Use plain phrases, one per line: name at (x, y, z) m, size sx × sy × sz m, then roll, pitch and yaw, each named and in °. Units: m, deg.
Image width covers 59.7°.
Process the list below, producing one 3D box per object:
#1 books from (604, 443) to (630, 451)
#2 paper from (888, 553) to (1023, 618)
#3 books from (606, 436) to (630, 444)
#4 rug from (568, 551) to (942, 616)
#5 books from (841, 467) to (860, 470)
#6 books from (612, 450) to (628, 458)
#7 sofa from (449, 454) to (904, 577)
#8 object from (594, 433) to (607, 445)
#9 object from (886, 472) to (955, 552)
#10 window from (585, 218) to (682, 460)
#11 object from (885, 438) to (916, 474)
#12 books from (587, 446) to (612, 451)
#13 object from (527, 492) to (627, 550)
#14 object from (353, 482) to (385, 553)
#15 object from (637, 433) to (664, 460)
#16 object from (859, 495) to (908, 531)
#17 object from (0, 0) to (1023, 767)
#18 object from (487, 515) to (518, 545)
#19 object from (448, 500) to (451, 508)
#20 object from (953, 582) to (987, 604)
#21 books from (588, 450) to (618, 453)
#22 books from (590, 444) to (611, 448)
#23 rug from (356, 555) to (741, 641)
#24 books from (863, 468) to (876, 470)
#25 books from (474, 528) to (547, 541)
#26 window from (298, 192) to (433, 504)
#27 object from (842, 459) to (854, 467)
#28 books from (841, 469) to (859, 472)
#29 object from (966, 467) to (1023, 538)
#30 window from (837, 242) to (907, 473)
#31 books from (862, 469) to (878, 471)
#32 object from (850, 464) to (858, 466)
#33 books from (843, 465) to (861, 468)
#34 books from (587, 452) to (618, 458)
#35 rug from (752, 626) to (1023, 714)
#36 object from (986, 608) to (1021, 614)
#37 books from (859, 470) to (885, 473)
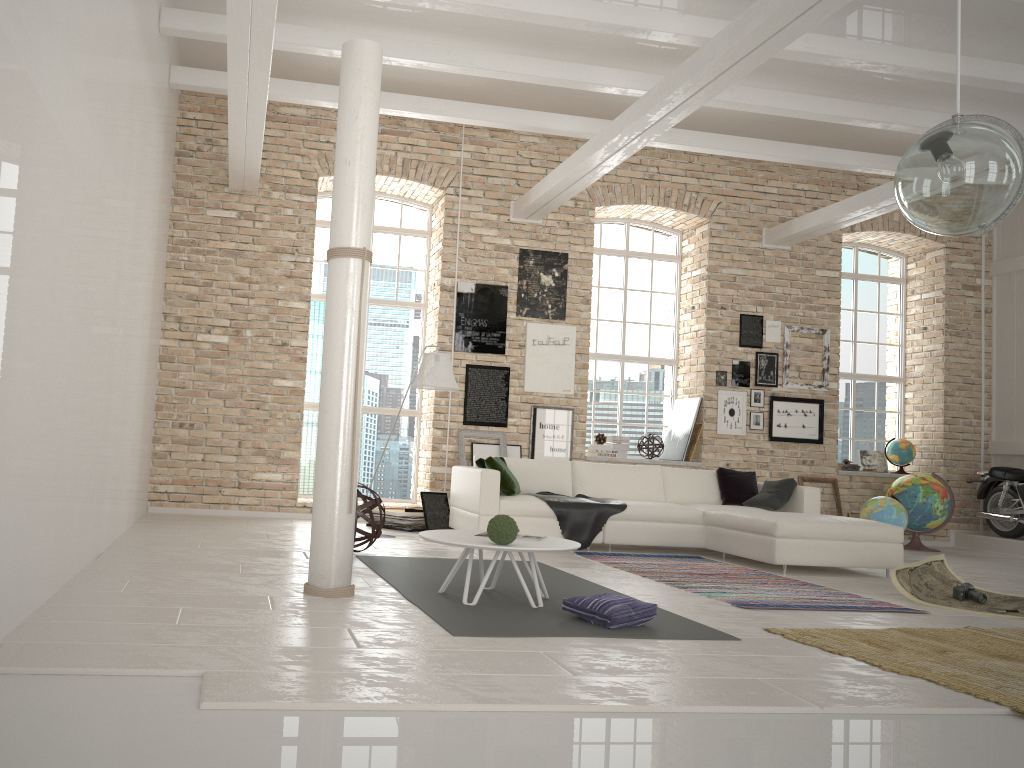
books at (1.226, 0.750, 10.654) m, size 0.229 × 0.088 × 0.330 m, roll 5°, pitch -5°, yaw -20°
paper at (3.339, 1.355, 5.998) m, size 1.134 × 0.265 × 1.368 m, roll -1°, pitch -6°, yaw 41°
books at (1.223, 0.665, 10.652) m, size 0.286 × 0.085 × 0.243 m, roll 6°, pitch -5°, yaw -33°
rug at (1.519, 1.431, 6.571) m, size 1.364 × 0.008 × 2.767 m, roll 5°, pitch -5°, yaw -17°
books at (4.096, 1.036, 10.967) m, size 0.248 × 0.029 × 0.209 m, roll 4°, pitch -5°, yaw -14°
books at (1.222, 0.833, 10.647) m, size 0.234 × 0.088 × 0.323 m, roll 4°, pitch -4°, yaw -10°
sofa at (1.292, 1.148, 7.988) m, size 3.199 × 0.841 × 2.228 m, roll 4°, pitch -5°, yaw -12°
object at (1.032, 0.641, 10.377) m, size 0.147 × 0.137 × 0.138 m, roll 2°, pitch -4°, yaw 14°
object at (4.644, 1.462, 10.203) m, size 0.613 × 0.924 × 0.698 m, roll 6°, pitch -5°, yaw -38°
window at (3.118, -0.906, 5.493) m, size 1.387 × 2.988 × 11.775 m, roll 4°, pitch -4°, yaw -17°
object at (4.866, 0.904, 11.154) m, size 0.325 × 0.465 × 0.335 m, roll 4°, pitch -4°, yaw -8°
books at (1.014, 0.750, 10.315) m, size 0.193 × 0.040 × 0.204 m, roll 6°, pitch -5°, yaw -28°
object at (0.517, 1.249, 8.205) m, size 0.868 × 0.464 × 0.800 m, roll 4°, pitch -5°, yaw -15°
object at (-1.231, 1.011, 6.778) m, size 0.503 × 0.543 × 0.580 m, roll 6°, pitch -5°, yaw -38°
object at (1.620, 0.730, 10.423) m, size 0.292 × 0.307 × 0.320 m, roll 5°, pitch -5°, yaw -23°
object at (3.887, 1.475, 9.329) m, size 0.473 × 0.631 × 0.422 m, roll 1°, pitch -5°, yaw 27°
object at (2.700, -0.978, 5.453) m, size 9.867 × 4.797 × 12.191 m, roll 4°, pitch -5°, yaw -14°
object at (-0.049, 0.771, 4.709) m, size 0.150 × 0.164 × 0.175 m, roll 6°, pitch -5°, yaw -37°
object at (-0.687, 1.341, 9.029) m, size 0.253 × 0.331 × 0.166 m, roll 6°, pitch -5°, yaw -34°
object at (3.113, 1.415, 6.045) m, size 0.145 × 0.124 × 0.174 m, roll 4°, pitch -4°, yaw -14°
books at (1.047, 0.782, 10.306) m, size 0.262 × 0.024 × 0.226 m, roll 5°, pitch -5°, yaw -17°
books at (1.022, 0.715, 10.318) m, size 0.175 × 0.030 × 0.184 m, roll 5°, pitch -5°, yaw -25°
rug at (-0.034, 1.248, 5.427) m, size 1.393 × 0.041 × 2.802 m, roll 5°, pitch -5°, yaw -17°
books at (4.338, 1.036, 10.821) m, size 0.125 × 0.013 × 0.109 m, roll 7°, pitch -6°, yaw -38°
books at (-0.003, 0.865, 5.198) m, size 0.388 × 0.048 × 0.293 m, roll 2°, pitch -5°, yaw 17°
window at (0.011, -0.795, 4.925) m, size 1.387 × 3.654 × 11.775 m, roll 4°, pitch -4°, yaw -17°
object at (4.137, 0.974, 10.988) m, size 0.100 × 0.090 × 0.451 m, roll 1°, pitch -5°, yaw 26°
books at (4.096, 1.062, 10.961) m, size 0.249 × 0.025 × 0.207 m, roll 4°, pitch -5°, yaw -12°
object at (5.942, 1.096, 9.748) m, size 0.782 × 1.328 × 2.254 m, roll 5°, pitch -5°, yaw -21°
window at (6.181, -0.688, 6.031) m, size 1.387 × 2.988 × 11.775 m, roll 4°, pitch -4°, yaw -17°
books at (4.345, 1.048, 10.814) m, size 0.099 × 0.014 × 0.142 m, roll 6°, pitch -5°, yaw -33°
object at (4.108, 0.989, 10.962) m, size 0.208 × 0.021 × 0.163 m, roll 4°, pitch -5°, yaw -13°
books at (4.106, 1.012, 10.972) m, size 0.249 × 0.026 × 0.211 m, roll 5°, pitch -5°, yaw -18°
books at (1.043, 0.817, 10.302) m, size 0.267 × 0.048 × 0.226 m, roll 5°, pitch -5°, yaw -16°
rug at (2.549, 1.294, 4.162) m, size 2.118 × 0.021 × 1.596 m, roll 5°, pitch -5°, yaw -19°
object at (3.128, 1.434, 5.636) m, size 0.220 × 0.019 × 0.100 m, roll 5°, pitch -5°, yaw -16°
books at (4.355, 1.065, 10.808) m, size 0.222 × 0.022 × 0.181 m, roll 4°, pitch -5°, yaw -13°
